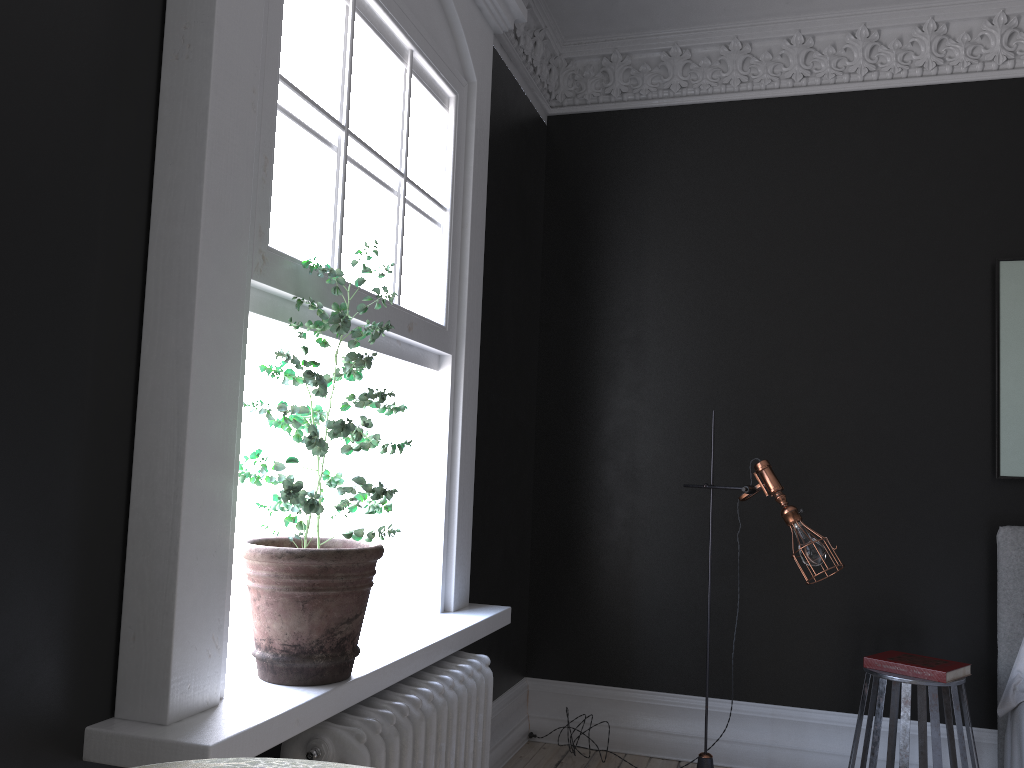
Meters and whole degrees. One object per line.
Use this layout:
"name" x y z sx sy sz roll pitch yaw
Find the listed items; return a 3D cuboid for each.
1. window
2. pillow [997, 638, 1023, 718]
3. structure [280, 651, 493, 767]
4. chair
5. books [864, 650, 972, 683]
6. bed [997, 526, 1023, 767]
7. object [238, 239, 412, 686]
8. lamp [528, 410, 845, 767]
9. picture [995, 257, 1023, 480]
"window" -0.461 -0.700 2.845 0.056 1.015 1.265 1 -5 17
"pillow" 2.990 1.096 3.542 1.830 0.758 0.681 1 -5 17
"structure" -0.337 1.312 2.636 0.276 0.847 1.143 1 -5 17
"chair" 1.725 1.574 3.807 0.614 0.672 0.614 5 -6 -29
"books" 1.750 1.218 3.831 0.276 0.045 0.346 7 -7 -43
"bed" 2.603 1.164 2.485 2.765 1.296 3.289 2 -5 6
"object" -0.482 0.193 2.320 0.474 1.132 0.506 5 -5 -33
"lamp" 0.780 1.023 4.308 0.437 1.776 1.719 5 -6 -34
"picture" 2.729 -0.076 4.192 0.791 1.077 0.014 1 -5 17
